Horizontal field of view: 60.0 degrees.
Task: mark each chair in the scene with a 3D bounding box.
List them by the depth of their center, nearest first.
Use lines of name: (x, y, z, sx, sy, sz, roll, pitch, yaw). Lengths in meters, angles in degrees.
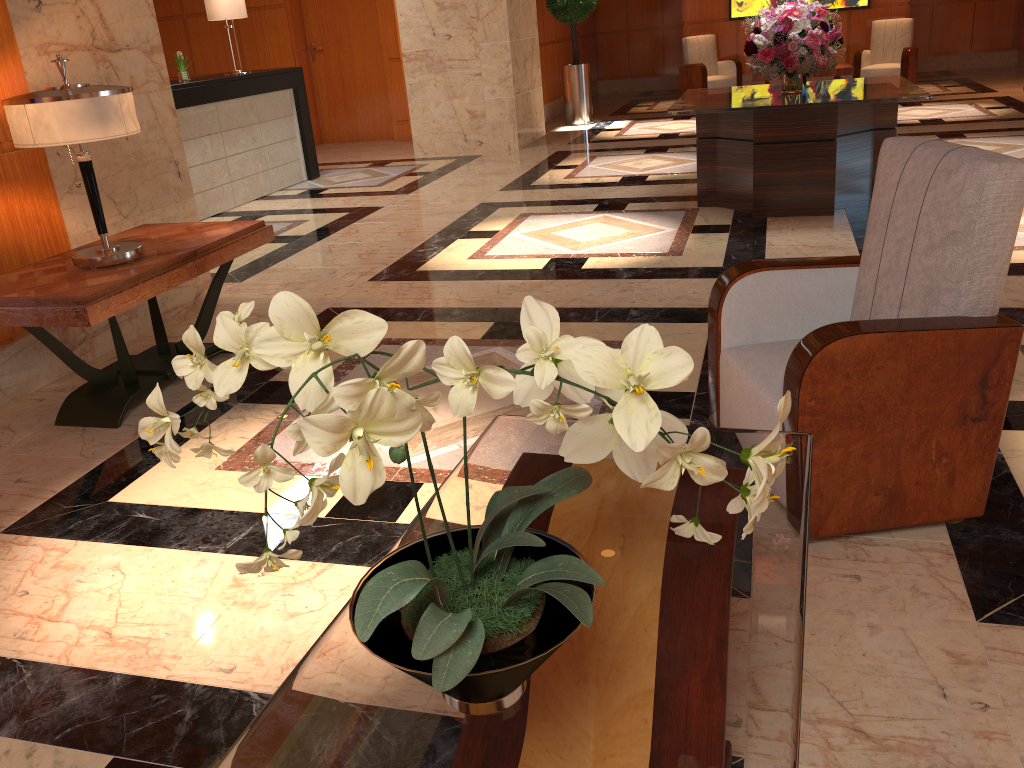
chair: (0.961, -0.173, 2.519, 0.629, 0.948, 0.747, -7, 21, -3)
chair: (5.269, -4.618, 12.476, 0.740, 0.948, 0.635, 9, 25, 34)
chair: (2.934, -4.677, 13.162, 0.740, 0.948, 0.635, -14, 23, -22)

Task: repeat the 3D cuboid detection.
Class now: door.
door: (-2.268, -4.610, 11.938, 1.286, 2.662, 0.345, 1, 21, 17)

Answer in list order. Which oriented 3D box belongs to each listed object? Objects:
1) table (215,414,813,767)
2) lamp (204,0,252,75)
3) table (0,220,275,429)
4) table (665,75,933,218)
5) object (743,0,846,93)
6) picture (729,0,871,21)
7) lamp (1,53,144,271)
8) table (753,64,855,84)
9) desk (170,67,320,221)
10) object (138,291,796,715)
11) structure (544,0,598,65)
table: (0.079, 0.617, 1.417, 0.722, 0.489, 1.580, 2, 23, 19)
lamp: (-2.752, -3.454, 8.646, 0.374, 0.809, 0.376, 12, 27, 39)
table: (-1.632, -0.267, 3.841, 0.726, 0.599, 1.287, 1, 23, 17)
table: (2.008, -1.718, 6.386, 1.600, 0.735, 1.621, 1, 23, 16)
object: (1.943, -2.359, 6.128, 0.649, 0.650, 0.689, -2, 21, 8)
picture: (4.173, -6.288, 12.866, 1.997, 1.714, 0.057, 1, 21, 17)
lamp: (-1.664, -0.865, 3.458, 0.459, 0.799, 0.464, 5, 23, 25)
table: (3.616, -3.654, 11.061, 1.168, 0.527, 0.734, 1, 22, 16)
desk: (-2.970, -2.213, 8.217, 0.941, 1.126, 2.964, 1, 23, 16)
object: (-0.056, 0.149, 1.136, 0.788, 0.609, 0.423, -7, 21, -5)
structure: (0.833, -4.652, 11.927, 0.722, 1.690, 0.731, -7, 21, -4)
